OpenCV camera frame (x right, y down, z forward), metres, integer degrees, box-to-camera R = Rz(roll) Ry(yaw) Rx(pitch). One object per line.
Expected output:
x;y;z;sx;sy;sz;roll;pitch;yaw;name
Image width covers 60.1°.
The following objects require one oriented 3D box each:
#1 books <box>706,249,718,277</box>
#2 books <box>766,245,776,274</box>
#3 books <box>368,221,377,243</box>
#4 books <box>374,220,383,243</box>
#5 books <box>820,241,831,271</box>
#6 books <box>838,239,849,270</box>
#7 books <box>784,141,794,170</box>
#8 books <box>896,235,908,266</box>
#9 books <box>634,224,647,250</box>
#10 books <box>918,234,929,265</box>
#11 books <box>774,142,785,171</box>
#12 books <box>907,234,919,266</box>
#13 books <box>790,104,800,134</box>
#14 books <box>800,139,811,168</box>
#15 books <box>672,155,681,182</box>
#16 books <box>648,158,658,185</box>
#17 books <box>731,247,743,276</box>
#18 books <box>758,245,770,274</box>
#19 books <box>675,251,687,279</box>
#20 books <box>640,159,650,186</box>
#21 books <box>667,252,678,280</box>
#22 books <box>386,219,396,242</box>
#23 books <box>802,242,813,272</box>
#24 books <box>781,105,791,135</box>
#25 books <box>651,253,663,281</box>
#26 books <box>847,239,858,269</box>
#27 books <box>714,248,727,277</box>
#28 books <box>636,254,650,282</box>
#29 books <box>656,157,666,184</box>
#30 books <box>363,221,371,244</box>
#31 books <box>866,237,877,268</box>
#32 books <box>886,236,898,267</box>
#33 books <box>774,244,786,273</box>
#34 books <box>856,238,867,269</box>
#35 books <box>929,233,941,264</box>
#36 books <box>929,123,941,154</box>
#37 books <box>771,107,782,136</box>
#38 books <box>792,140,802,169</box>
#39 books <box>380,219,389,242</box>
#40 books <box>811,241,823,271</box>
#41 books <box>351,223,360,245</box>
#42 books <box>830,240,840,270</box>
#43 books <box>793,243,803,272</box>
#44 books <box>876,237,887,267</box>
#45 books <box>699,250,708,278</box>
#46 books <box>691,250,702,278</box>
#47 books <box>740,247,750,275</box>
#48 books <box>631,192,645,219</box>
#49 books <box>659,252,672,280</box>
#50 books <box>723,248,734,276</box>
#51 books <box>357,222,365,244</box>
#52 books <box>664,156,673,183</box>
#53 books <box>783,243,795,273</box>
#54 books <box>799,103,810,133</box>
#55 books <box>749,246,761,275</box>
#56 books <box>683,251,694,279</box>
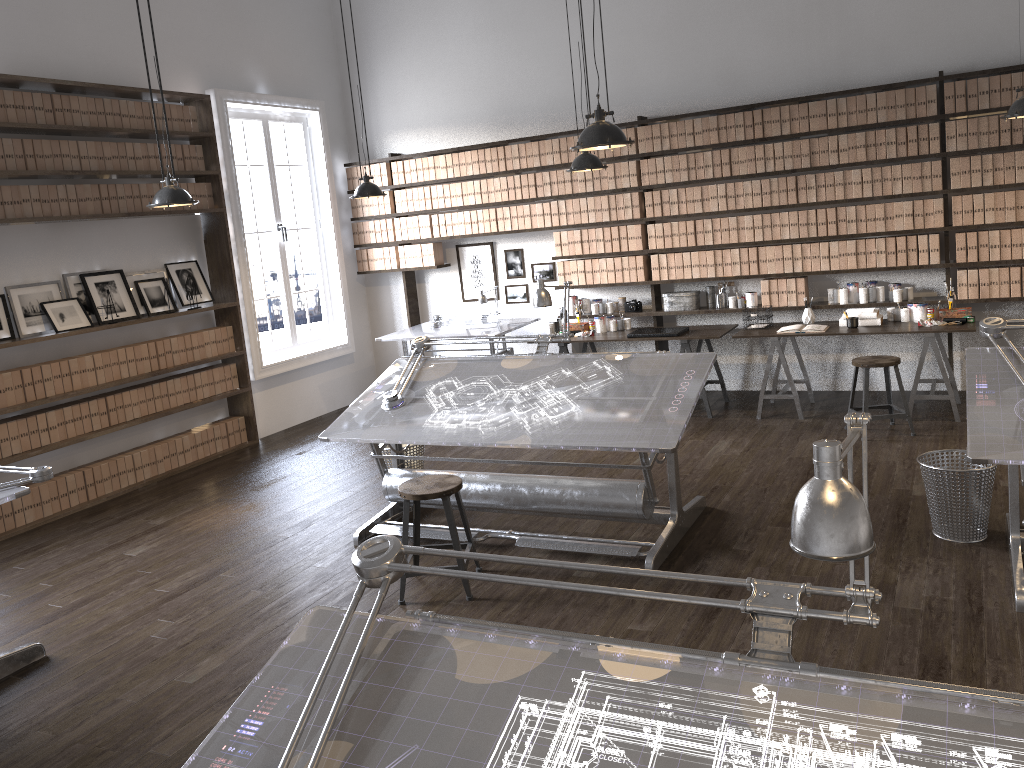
1.708;-1.024;7.512;0.067;0.224;0.176;-2;10;28;books
2.149;-1.027;7.288;0.066;0.224;0.176;-2;10;27;books
-1.373;-1.550;9.010;0.066;0.224;0.176;-2;10;27;books
-1.307;-1.552;8.981;0.066;0.224;0.176;-2;10;27;books
2.519;-1.027;7.093;0.067;0.224;0.176;-2;10;27;books
2.641;-1.028;7.034;0.066;0.224;0.176;-2;10;28;books
2.230;-1.826;7.094;0.066;0.224;0.176;-2;10;27;books
3.013;-1.029;6.837;0.067;0.224;0.176;-2;10;28;books
1.137;-1.287;7.758;0.067;0.224;0.176;-2;10;27;books
3.146;-1.030;6.768;0.067;0.224;0.176;-2;10;28;books
2.165;-1.825;7.126;0.067;0.224;0.176;-2;10;28;books
3.082;-1.030;6.807;0.066;0.224;0.176;-2;10;27;books
2.260;-2.098;7.032;0.066;0.224;0.176;-2;10;28;books
2.344;-1.825;7.032;0.067;0.224;0.176;-2;10;28;books
1.417;-1.823;7.517;0.066;0.224;0.176;-2;10;27;books
1.235;-1.823;7.612;0.066;0.224;0.176;-2;10;27;books
1.895;-1.025;7.418;0.066;0.224;0.176;-2;10;28;books
2.092;-1.027;7.320;0.066;0.224;0.176;-2;10;28;books
1.469;-1.024;7.642;0.066;0.224;0.176;-2;10;27;books
1.174;-1.823;7.646;0.066;0.224;0.176;-2;10;27;books
1.408;-1.025;7.676;0.066;0.224;0.176;-2;10;27;books
-1.175;-1.552;8.913;0.066;0.224;0.176;-2;10;27;books
2.397;-1.028;7.163;0.066;0.224;0.176;-2;10;28;books
2.196;-2.097;7.060;0.066;0.224;0.176;-2;10;27;books
1.278;-1.023;7.735;0.066;0.224;0.176;-2;10;28;books
2.698;-1.028;6.999;0.067;0.224;0.176;-2;10;27;books
1.771;-1.026;7.486;0.066;0.224;0.176;-2;10;27;books
1.161;-1.023;7.797;0.067;0.224;0.176;-2;10;27;books
1.296;-1.822;7.576;0.067;0.224;0.176;-2;10;28;books
-1.434;-1.551;9.046;0.066;0.224;0.176;-2;10;28;books
2.823;-1.029;6.941;0.066;0.224;0.176;-2;10;28;books
2.949;-1.030;6.876;0.066;0.224;0.176;-2;10;27;books
2.203;-1.026;7.255;0.067;0.224;0.176;-2;10;28;books
2.760;-1.029;6.973;0.066;0.224;0.176;-2;10;28;books
3.216;-1.030;6.734;0.066;0.224;0.176;-2;10;27;books
3.160;-1.829;6.613;0.066;0.224;0.176;-2;10;28;books
2.130;-2.096;7.091;0.066;0.224;0.176;-2;10;27;books
2.287;-1.826;7.067;0.066;0.224;0.176;-2;10;27;books
-1.243;-1.551;8.942;0.067;0.224;0.176;-2;10;28;books
2.458;-1.028;7.129;0.066;0.224;0.176;-2;10;28;books
-1.559;-1.549;9.105;0.067;0.224;0.176;-2;10;27;books
2.584;-1.028;7.062;0.066;0.224;0.176;-2;10;28;books
2.334;-1.027;7.192;0.066;0.224;0.176;-2;10;27;books
2.884;-1.029;6.905;0.066;0.224;0.176;-2;10;27;books
1.651;-1.025;7.547;0.066;0.224;0.176;-2;10;27;books
1.595;-1.024;7.575;0.066;0.224;0.176;-2;10;27;books
1.960;-1.026;7.389;0.066;0.224;0.176;-2;10;28;books
1.110;-1.560;7.728;0.066;0.224;0.176;-2;10;28;books
1.344;-1.024;7.704;0.066;0.224;0.176;-2;10;28;books
1.834;-1.026;7.454;0.066;0.224;0.176;-2;10;27;books
-1.497;-1.551;9.079;0.066;0.224;0.176;-2;10;28;books
1.361;-1.823;7.545;0.066;0.224;0.176;-2;10;27;books
2.268;-1.026;7.222;0.066;0.224;0.176;-2;10;27;books
2.321;-2.098;6.998;0.066;0.224;0.176;-2;10;28;books
2.024;-1.026;7.350;0.067;0.224;0.176;-2;10;27;books
1.529;-1.024;7.606;0.067;0.224;0.176;-2;10;28;books
